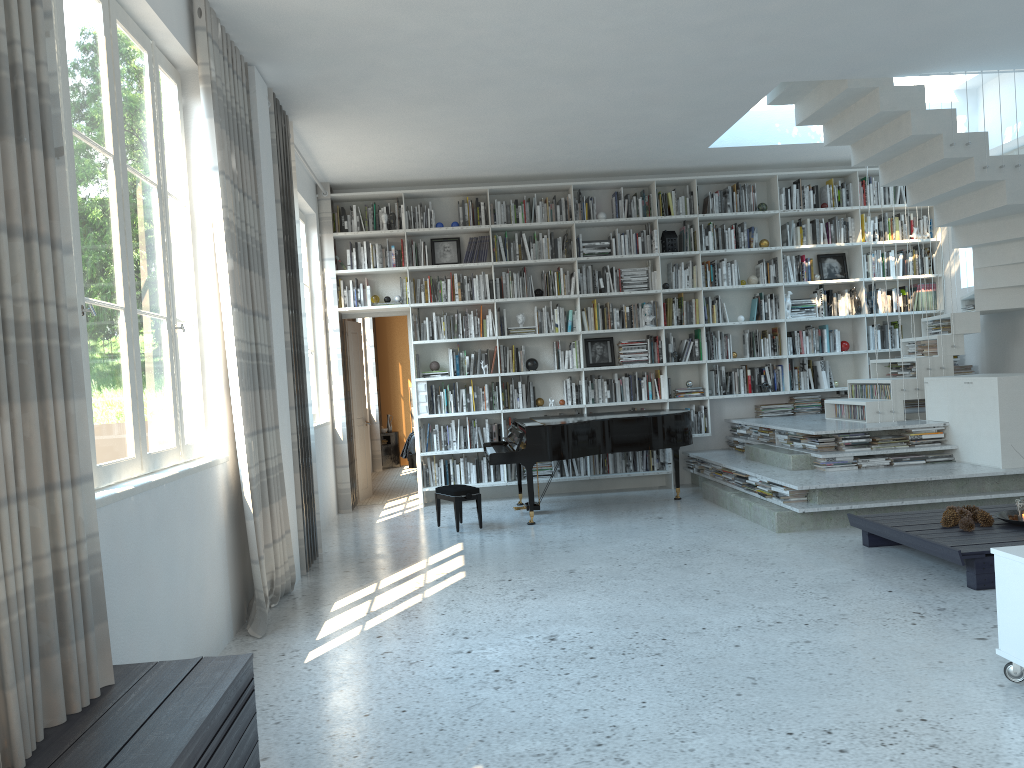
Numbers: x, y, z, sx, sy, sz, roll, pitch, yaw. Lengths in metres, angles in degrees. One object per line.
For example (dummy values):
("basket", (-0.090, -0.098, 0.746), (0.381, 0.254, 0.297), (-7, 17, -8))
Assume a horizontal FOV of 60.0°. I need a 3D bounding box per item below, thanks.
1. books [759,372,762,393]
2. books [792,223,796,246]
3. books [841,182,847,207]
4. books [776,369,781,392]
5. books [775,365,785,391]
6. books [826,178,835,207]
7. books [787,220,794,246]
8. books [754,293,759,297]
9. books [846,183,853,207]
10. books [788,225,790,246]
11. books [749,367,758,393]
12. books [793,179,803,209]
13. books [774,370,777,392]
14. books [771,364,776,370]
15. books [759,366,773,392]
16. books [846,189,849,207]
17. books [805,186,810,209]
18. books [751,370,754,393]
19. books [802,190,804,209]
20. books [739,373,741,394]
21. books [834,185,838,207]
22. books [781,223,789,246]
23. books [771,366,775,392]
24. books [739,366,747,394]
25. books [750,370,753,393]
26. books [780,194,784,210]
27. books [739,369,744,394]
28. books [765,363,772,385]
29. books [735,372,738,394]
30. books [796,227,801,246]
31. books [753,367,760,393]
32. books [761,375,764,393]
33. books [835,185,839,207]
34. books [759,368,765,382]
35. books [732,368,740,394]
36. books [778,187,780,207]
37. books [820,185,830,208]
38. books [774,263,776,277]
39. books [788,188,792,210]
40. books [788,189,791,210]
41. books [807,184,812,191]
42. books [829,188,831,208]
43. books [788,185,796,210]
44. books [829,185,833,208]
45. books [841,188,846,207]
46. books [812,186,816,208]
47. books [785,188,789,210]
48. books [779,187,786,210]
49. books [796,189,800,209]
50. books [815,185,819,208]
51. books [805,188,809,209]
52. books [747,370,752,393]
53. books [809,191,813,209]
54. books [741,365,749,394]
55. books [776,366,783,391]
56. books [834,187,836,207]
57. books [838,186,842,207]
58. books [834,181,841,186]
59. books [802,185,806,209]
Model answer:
("books", (2.553, -0.017, 9.205), (0.022, 0.211, 0.135), (-4, 1, -4))
("books", (2.912, -1.531, 9.210), (0.026, 0.251, 0.130), (-4, 1, -4))
("books", (3.443, -1.947, 9.242), (0.025, 0.279, 0.136), (-4, 1, -4))
("books", (2.739, -0.037, 9.201), (0.025, 0.228, 0.175), (-4, 1, -4))
("books", (2.788, -0.062, 9.210), (0.025, 0.272, 0.171), (-4, 1, -4))
("books", (3.308, -1.959, 9.216), (0.007, 0.321, 0.165), (-4, 1, -4))
("books", (2.873, -1.544, 9.199), (0.051, 0.282, 0.166), (-4, 1, -4))
("books", (2.549, -0.791, 9.203), (0.016, 0.290, 0.135), (-4, 1, -4))
("books", (3.501, -1.943, 9.230), (0.026, 0.263, 0.163), (-4, 1, -4))
("books", (2.842, -1.520, 9.197), (0.013, 0.237, 0.141), (-4, 1, -4))
("books", (2.502, -0.039, 9.192), (0.026, 0.262, 0.173), (-4, 1, -4))
("books", (2.961, -1.943, 9.185), (0.014, 0.332, 0.180), (-4, 1, -4))
("books", (2.708, -0.031, 9.204), (0.013, 0.220, 0.168), (-4, 1, -4))
("books", (2.717, -0.063, 9.229), (0.012, 0.282, 0.143), (-4, 1, -4))
("books", (2.632, -0.049, 9.200), (0.070, 0.266, 0.186), (-4, 1, -4))
("books", (3.473, -1.915, 9.250), (0.031, 0.211, 0.131), (-4, 1, -4))
("books", (3.046, -1.909, 9.204), (0.021, 0.254, 0.151), (-4, 1, -4))
("books", (2.479, -0.028, 9.207), (0.021, 0.242, 0.131), (-4, 1, -4))
("books", (2.985, -1.889, 9.211), (0.030, 0.220, 0.133), (-4, 1, -4))
("books", (2.334, -0.008, 9.193), (0.012, 0.221, 0.153), (-4, 1, -4))
("books", (3.335, -1.925, 9.217), (0.031, 0.249, 0.164), (-4, 1, -4))
("books", (2.829, -1.527, 9.198), (0.012, 0.254, 0.161), (-4, 1, -4))
("books", (2.689, -0.052, 9.214), (0.021, 0.265, 0.150), (-4, 1, -4))
("books", (2.394, -0.044, 9.199), (0.012, 0.285, 0.159), (-4, 1, -4))
("books", (2.457, -0.024, 9.199), (0.025, 0.238, 0.156), (-4, 1, -4))
("books", (2.767, -1.855, 9.166), (0.022, 0.182, 0.189), (-4, 1, -4))
("books", (2.353, -0.025, 9.178), (0.025, 0.252, 0.181), (-4, 1, -4))
("books", (2.671, -0.066, 9.212), (0.013, 0.294, 0.134), (-4, 1, -4))
("books", (2.302, -0.009, 9.188), (0.024, 0.228, 0.159), (-4, 1, -4))
("books", (2.940, -1.511, 9.189), (0.025, 0.207, 0.175), (-4, 1, -4))
("books", (2.527, -0.041, 9.201), (0.026, 0.263, 0.169), (-4, 1, -4))
("books", (2.578, -0.003, 9.200), (0.025, 0.181, 0.169), (-4, 1, -4))
("books", (3.358, -1.930, 9.234), (0.017, 0.257, 0.146), (-4, 1, -4))
("books", (2.593, -0.038, 9.203), (0.012, 0.249, 0.164), (-4, 1, -4))
("books", (2.320, -0.030, 9.186), (0.014, 0.268, 0.171), (-4, 1, -4))
("books", (2.745, -1.895, 9.193), (0.014, 0.264, 0.140), (-4, 1, -4))
("books", (3.249, -1.923, 9.204), (0.019, 0.256, 0.169), (-4, 1, -4))
("books", (2.700, -1.135, 9.199), (0.013, 0.221, 0.155), (-4, 1, -4))
("books", (2.863, -1.895, 9.205), (0.027, 0.249, 0.140), (-4, 1, -4))
("books", (2.839, -1.884, 9.186), (0.024, 0.231, 0.168), (-4, 1, -4))
("books", (3.084, -1.924, 9.220), (0.012, 0.279, 0.153), (-4, 1, -4))
("books", (3.264, -1.906, 9.209), (0.008, 0.220, 0.182), (-4, 1, -4))
("books", (2.901, -1.912, 9.190), (0.048, 0.278, 0.150), (-4, 1, -4))
("books", (3.282, -1.923, 9.215), (0.016, 0.252, 0.189), (-4, 1, -4))
("books", (3.420, -1.911, 9.223), (0.029, 0.210, 0.169), (-4, 1, -4))
("books", (3.115, -1.914, 9.219), (0.012, 0.254, 0.161), (-4, 1, -4))
("books", (2.814, -1.888, 9.176), (0.026, 0.242, 0.184), (-4, 1, -4))
("books", (2.788, -1.891, 9.179), (0.025, 0.250, 0.178), (-4, 1, -4))
("books", (2.941, -1.891, 9.195), (0.030, 0.231, 0.148), (-4, 1, -4))
("books", (3.136, -1.917, 9.208), (0.030, 0.257, 0.164), (-4, 1, -4))
("books", (3.025, -1.899, 9.195), (0.022, 0.236, 0.172), (-4, 1, -4))
("books", (2.430, -0.025, 9.183), (0.031, 0.244, 0.184), (-4, 1, -4))
("books", (3.071, -1.885, 9.193), (0.024, 0.202, 0.190), (-4, 1, -4))
("books", (2.407, -0.048, 9.178), (0.012, 0.293, 0.175), (-4, 1, -4))
("books", (2.763, -0.053, 9.208), (0.026, 0.258, 0.156), (-4, 1, -4))
("books", (3.319, -1.912, 9.209), (0.007, 0.226, 0.170), (-4, 1, -4))
("books", (3.377, -1.921, 9.214), (0.018, 0.235, 0.186), (-4, 1, -4))
("books", (3.393, -1.954, 9.235), (0.020, 0.299, 0.131), (-4, 1, -4))
("books", (3.006, -1.911, 9.192), (0.014, 0.262, 0.168), (-4, 1, -4))
